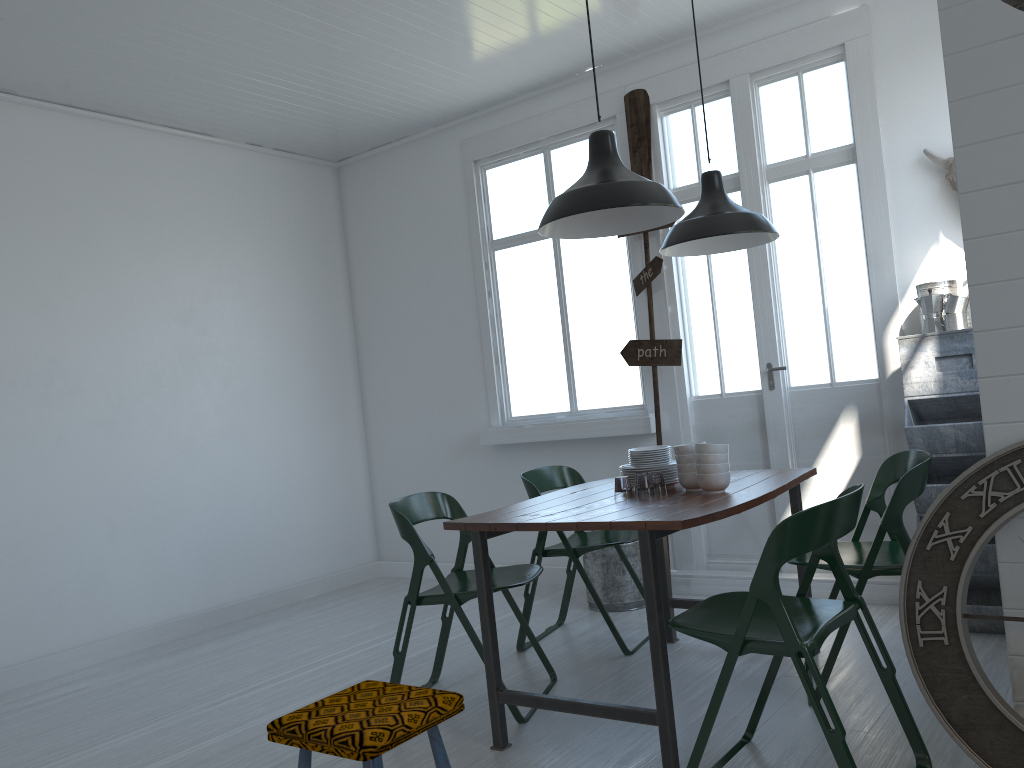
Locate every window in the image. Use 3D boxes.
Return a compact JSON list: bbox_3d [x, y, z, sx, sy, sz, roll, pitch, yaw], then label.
[{"bbox_3d":[0.297,-0.791,6.530,1.483,2.398,0.253,-6,0,36],"label":"window"}]

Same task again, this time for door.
[{"bbox_3d":[1.587,-0.397,5.605,1.611,3.480,0.253,-6,0,36],"label":"door"}]

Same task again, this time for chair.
[{"bbox_3d":[0.933,0.871,2.996,0.731,1.006,0.651,-6,-1,36],"label":"chair"},{"bbox_3d":[-0.396,1.214,2.579,0.419,0.562,0.419,-7,-1,36],"label":"chair"},{"bbox_3d":[0.412,0.974,5.086,0.731,1.006,0.651,-6,-1,26],"label":"chair"},{"bbox_3d":[-0.223,1.021,4.221,0.730,1.006,0.651,-6,-1,16],"label":"chair"},{"bbox_3d":[1.587,0.822,3.886,0.730,1.006,0.651,-6,-1,16],"label":"chair"}]

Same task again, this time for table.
[{"bbox_3d":[0.667,0.945,4.016,1.172,0.929,1.694,-7,-1,34],"label":"table"}]

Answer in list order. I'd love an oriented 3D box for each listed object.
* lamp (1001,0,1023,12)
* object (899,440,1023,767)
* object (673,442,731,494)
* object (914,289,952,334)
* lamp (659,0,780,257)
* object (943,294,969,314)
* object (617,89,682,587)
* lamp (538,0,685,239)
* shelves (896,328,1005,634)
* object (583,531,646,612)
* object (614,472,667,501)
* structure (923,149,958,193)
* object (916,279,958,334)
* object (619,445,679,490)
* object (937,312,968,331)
[{"bbox_3d":[0.380,-1.267,0.302,0.601,2.044,0.600,-6,0,7],"label":"lamp"},{"bbox_3d":[1.699,0.696,2.494,1.112,1.138,0.584,-6,-1,22],"label":"object"},{"bbox_3d":[0.831,0.360,3.864,0.149,0.216,0.309,-6,-1,-21],"label":"object"},{"bbox_3d":[2.274,-0.388,4.759,0.206,0.249,0.130,-6,-1,27],"label":"object"},{"bbox_3d":[1.057,-1.507,4.876,0.650,1.499,0.650,-6,0,-9],"label":"lamp"},{"bbox_3d":[2.330,-0.416,4.642,0.129,0.126,0.108,-6,-1,28],"label":"object"},{"bbox_3d":[0.954,-0.306,5.920,0.361,3.420,0.413,-6,0,-21],"label":"object"},{"bbox_3d":[0.359,-1.455,3.927,0.650,1.499,0.649,-6,-1,33],"label":"lamp"},{"bbox_3d":[2.421,0.475,4.630,0.514,1.515,0.678,-6,-1,36],"label":"shelves"},{"bbox_3d":[0.684,1.093,5.842,0.451,0.725,0.450,-6,-1,16],"label":"object"},{"bbox_3d":[0.569,0.447,3.910,0.172,0.098,0.241,-7,-1,40],"label":"object"},{"bbox_3d":[2.514,-1.110,4.818,0.491,0.470,0.189,-7,-1,39],"label":"structure"},{"bbox_3d":[2.364,-0.419,4.912,0.205,0.290,0.205,-7,-1,38],"label":"object"},{"bbox_3d":[0.655,0.397,4.170,0.300,0.195,0.306,-6,-1,-17],"label":"object"},{"bbox_3d":[2.325,-0.324,4.656,0.108,0.096,0.129,-6,-1,-24],"label":"object"}]
